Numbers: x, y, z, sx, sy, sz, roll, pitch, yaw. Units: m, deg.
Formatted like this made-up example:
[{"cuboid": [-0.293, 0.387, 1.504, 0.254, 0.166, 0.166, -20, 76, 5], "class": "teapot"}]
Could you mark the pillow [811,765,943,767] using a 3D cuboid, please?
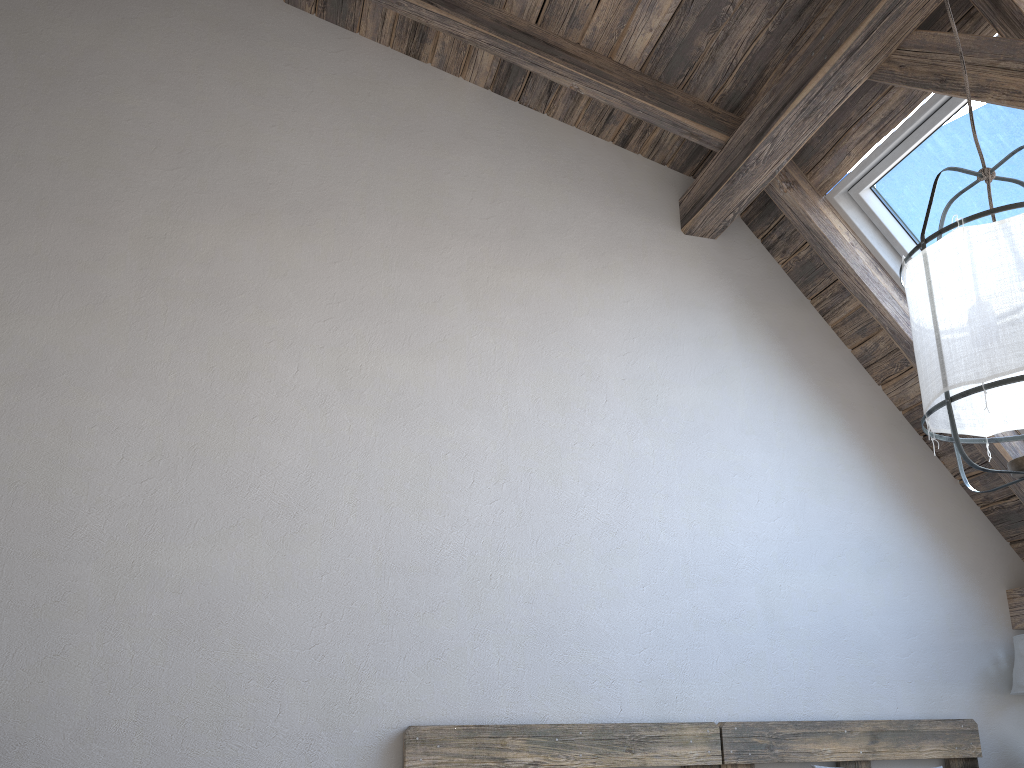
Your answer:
[{"cuboid": [1.457, 1.413, 2.805, 0.967, 0.385, 0.401, -1, -19, 0], "class": "pillow"}]

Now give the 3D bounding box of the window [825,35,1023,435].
[{"cuboid": [1.761, -0.257, 2.736, 1.099, 1.232, 0.884, 5, -19, -16], "class": "window"}]

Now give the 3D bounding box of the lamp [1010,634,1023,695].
[{"cuboid": [1.839, 1.549, 3.105, 0.393, 1.239, 0.846, 9, -20, -29], "class": "lamp"}]

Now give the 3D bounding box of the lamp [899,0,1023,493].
[{"cuboid": [1.048, -0.519, 1.964, 0.403, 1.464, 0.419, -8, -18, 23], "class": "lamp"}]
